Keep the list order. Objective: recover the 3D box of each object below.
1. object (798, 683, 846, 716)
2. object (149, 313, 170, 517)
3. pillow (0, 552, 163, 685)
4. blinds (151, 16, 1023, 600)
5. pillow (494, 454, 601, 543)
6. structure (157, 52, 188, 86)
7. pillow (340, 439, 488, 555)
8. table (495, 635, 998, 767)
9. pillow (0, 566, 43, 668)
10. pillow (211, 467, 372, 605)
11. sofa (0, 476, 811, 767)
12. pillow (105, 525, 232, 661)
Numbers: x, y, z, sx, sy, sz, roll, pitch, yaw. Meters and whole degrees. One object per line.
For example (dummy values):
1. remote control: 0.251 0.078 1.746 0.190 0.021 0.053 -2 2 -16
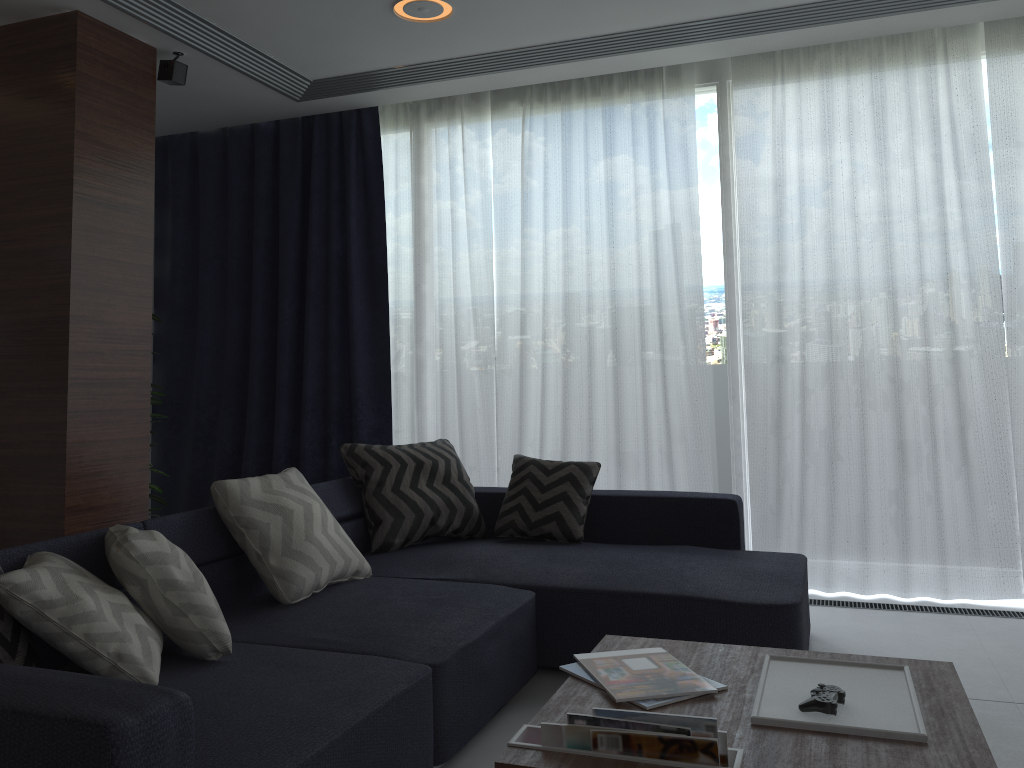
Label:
1. object: 0.607 0.612 1.726 0.070 0.036 0.112 -2 -1 33
2. object: -1.977 0.101 4.482 0.503 1.858 0.479 0 -5 -12
3. pillow: -0.978 0.540 2.034 0.330 0.296 0.414 0 -2 -18
4. blinds: 0.100 -0.404 1.818 7.125 2.790 5.781 -1 -1 23
5. pillow: 0.149 0.489 3.807 0.414 0.347 0.285 -2 -3 25
6. structure: -1.586 -1.470 4.131 0.114 0.143 0.084 -3 -4 25
7. pillow: -0.420 0.511 3.843 0.597 0.522 0.354 1 -4 -40
8. table: 0.482 0.801 1.737 0.804 0.354 0.798 -1 -1 20
9. pillow: -1.147 0.507 1.860 0.221 0.388 0.413 0 -2 -10
10. pillow: -0.736 0.498 2.973 0.342 0.390 0.493 -2 -2 20
11. sofa: -0.145 0.686 2.640 1.897 0.612 2.863 -1 0 20
12. pillow: -0.907 0.531 2.310 0.280 0.353 0.416 1 -3 -27
